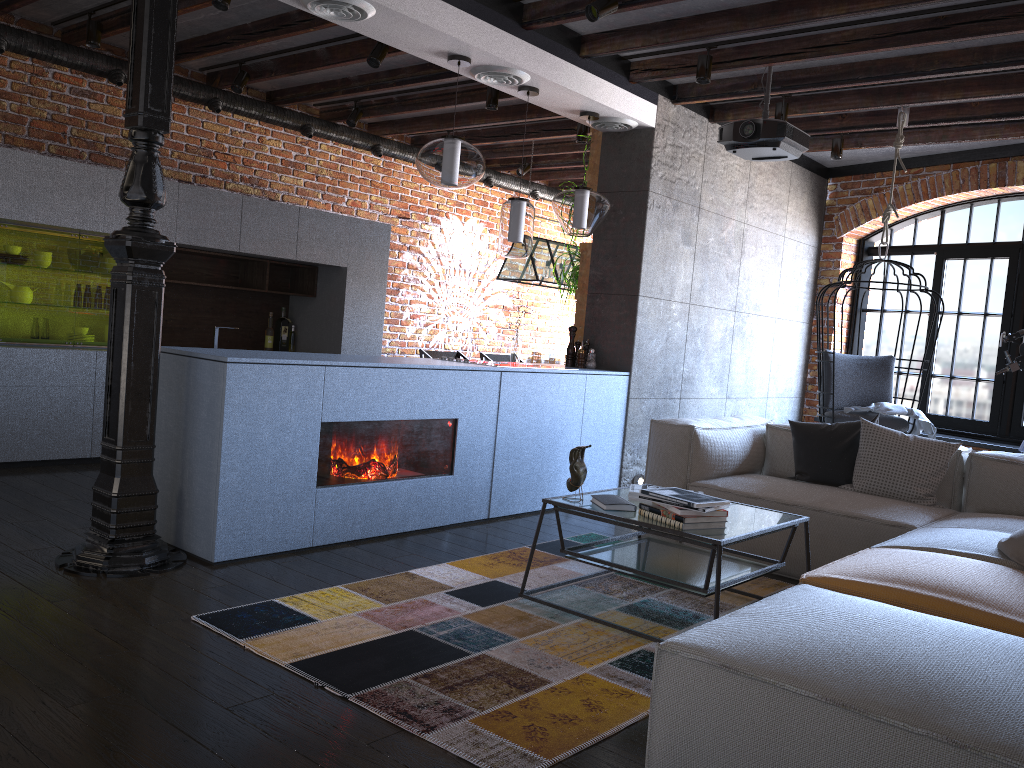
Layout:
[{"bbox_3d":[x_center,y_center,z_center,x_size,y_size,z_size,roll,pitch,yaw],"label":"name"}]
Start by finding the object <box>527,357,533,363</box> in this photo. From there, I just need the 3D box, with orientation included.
[{"bbox_3d":[0.161,-0.191,7.832,0.054,0.087,0.054,4,4,-18],"label":"object"}]

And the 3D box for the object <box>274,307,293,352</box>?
[{"bbox_3d":[-1.823,-0.427,7.094,0.095,0.369,0.109,8,5,40],"label":"object"}]

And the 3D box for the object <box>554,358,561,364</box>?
[{"bbox_3d":[0.397,-0.176,7.827,0.061,0.099,0.061,2,5,-44],"label":"object"}]

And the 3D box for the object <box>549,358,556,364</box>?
[{"bbox_3d":[0.350,-0.176,7.757,0.061,0.099,0.061,4,4,-13],"label":"object"}]

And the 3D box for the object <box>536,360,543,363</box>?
[{"bbox_3d":[0.239,-0.176,7.816,0.060,0.073,0.060,4,4,-19],"label":"object"}]

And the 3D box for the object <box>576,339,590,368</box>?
[{"bbox_3d":[0.469,-0.202,5.847,0.081,0.192,0.058,4,4,-9],"label":"object"}]

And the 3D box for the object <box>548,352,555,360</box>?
[{"bbox_3d":[0.357,-0.249,7.973,0.060,0.073,0.060,6,4,17],"label":"object"}]

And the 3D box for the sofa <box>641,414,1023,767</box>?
[{"bbox_3d":[1.245,0.625,3.440,2.535,0.698,3.301,8,4,39],"label":"sofa"}]

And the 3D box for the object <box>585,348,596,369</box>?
[{"bbox_3d":[0.526,-0.169,5.862,0.069,0.135,0.069,6,4,20],"label":"object"}]

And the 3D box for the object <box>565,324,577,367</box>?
[{"bbox_3d":[0.394,-0.257,5.896,0.061,0.283,0.061,2,5,-36],"label":"object"}]

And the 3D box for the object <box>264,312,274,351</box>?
[{"bbox_3d":[-1.912,-0.406,7.000,0.063,0.323,0.063,5,4,-2],"label":"object"}]

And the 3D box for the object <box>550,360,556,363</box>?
[{"bbox_3d":[0.359,-0.172,7.931,0.060,0.073,0.060,4,4,-19],"label":"object"}]

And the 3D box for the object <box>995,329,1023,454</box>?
[{"bbox_3d":[3.308,0.265,5.591,0.616,1.472,0.569,3,4,-24],"label":"object"}]

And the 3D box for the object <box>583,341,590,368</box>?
[{"bbox_3d":[0.493,-0.198,5.926,0.048,0.180,0.048,7,4,23],"label":"object"}]

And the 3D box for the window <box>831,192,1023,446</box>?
[{"bbox_3d":[3.863,-0.504,6.742,0.177,2.234,3.291,3,4,-33],"label":"window"}]

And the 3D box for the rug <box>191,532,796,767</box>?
[{"bbox_3d":[0.219,0.859,3.395,1.431,0.013,2.364,8,4,40],"label":"rug"}]

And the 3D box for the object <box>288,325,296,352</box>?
[{"bbox_3d":[-1.774,-0.359,7.159,0.047,0.235,0.047,7,4,27],"label":"object"}]

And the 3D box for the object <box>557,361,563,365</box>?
[{"bbox_3d":[0.422,-0.168,7.952,0.060,0.073,0.060,5,4,2],"label":"object"}]

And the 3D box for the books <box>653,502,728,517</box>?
[{"bbox_3d":[0.645,0.446,3.240,0.190,0.023,0.239,4,4,-16],"label":"books"}]

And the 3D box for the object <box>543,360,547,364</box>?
[{"bbox_3d":[0.295,-0.173,7.848,0.060,0.073,0.060,4,4,-19],"label":"object"}]

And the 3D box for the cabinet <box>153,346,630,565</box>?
[{"bbox_3d":[-0.445,0.298,4.857,0.607,0.844,2.960,8,5,40],"label":"cabinet"}]

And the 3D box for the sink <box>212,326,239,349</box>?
[{"bbox_3d":[-1.875,-0.265,6.649,0.381,0.287,0.827,8,5,40],"label":"sink"}]

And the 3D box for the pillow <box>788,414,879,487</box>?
[{"bbox_3d":[1.681,0.337,4.622,0.538,0.417,0.238,7,4,29],"label":"pillow"}]

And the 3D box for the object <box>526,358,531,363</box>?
[{"bbox_3d":[0.152,-0.189,7.904,0.060,0.073,0.060,4,4,-19],"label":"object"}]

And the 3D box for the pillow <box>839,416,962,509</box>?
[{"bbox_3d":[1.921,0.385,4.389,0.543,0.402,0.250,6,4,22],"label":"pillow"}]

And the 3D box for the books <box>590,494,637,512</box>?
[{"bbox_3d":[0.387,0.455,3.407,0.129,0.029,0.181,4,4,-13],"label":"books"}]

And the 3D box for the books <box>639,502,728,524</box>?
[{"bbox_3d":[0.622,0.466,3.230,0.209,0.023,0.251,3,4,-31],"label":"books"}]

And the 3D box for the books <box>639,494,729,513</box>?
[{"bbox_3d":[0.628,0.427,3.230,0.267,0.014,0.196,8,4,38],"label":"books"}]

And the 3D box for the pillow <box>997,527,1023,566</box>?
[{"bbox_3d":[1.891,0.503,3.053,0.358,0.314,0.484,5,4,-8],"label":"pillow"}]

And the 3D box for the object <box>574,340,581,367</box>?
[{"bbox_3d":[0.436,-0.205,5.955,0.048,0.180,0.048,5,4,0],"label":"object"}]

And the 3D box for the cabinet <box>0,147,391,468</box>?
[{"bbox_3d":[-2.651,-0.437,5.785,0.713,1.809,4.174,8,5,40],"label":"cabinet"}]

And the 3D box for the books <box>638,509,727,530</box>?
[{"bbox_3d":[0.620,0.489,3.232,0.209,0.024,0.247,3,4,-31],"label":"books"}]

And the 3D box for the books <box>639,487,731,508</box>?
[{"bbox_3d":[0.629,0.412,3.229,0.196,0.014,0.267,2,4,-39],"label":"books"}]

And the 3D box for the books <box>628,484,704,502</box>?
[{"bbox_3d":[0.637,0.460,3.650,0.308,0.038,0.225,6,3,10],"label":"books"}]

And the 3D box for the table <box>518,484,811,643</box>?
[{"bbox_3d":[0.633,0.679,3.484,0.842,0.389,0.848,8,5,40],"label":"table"}]
